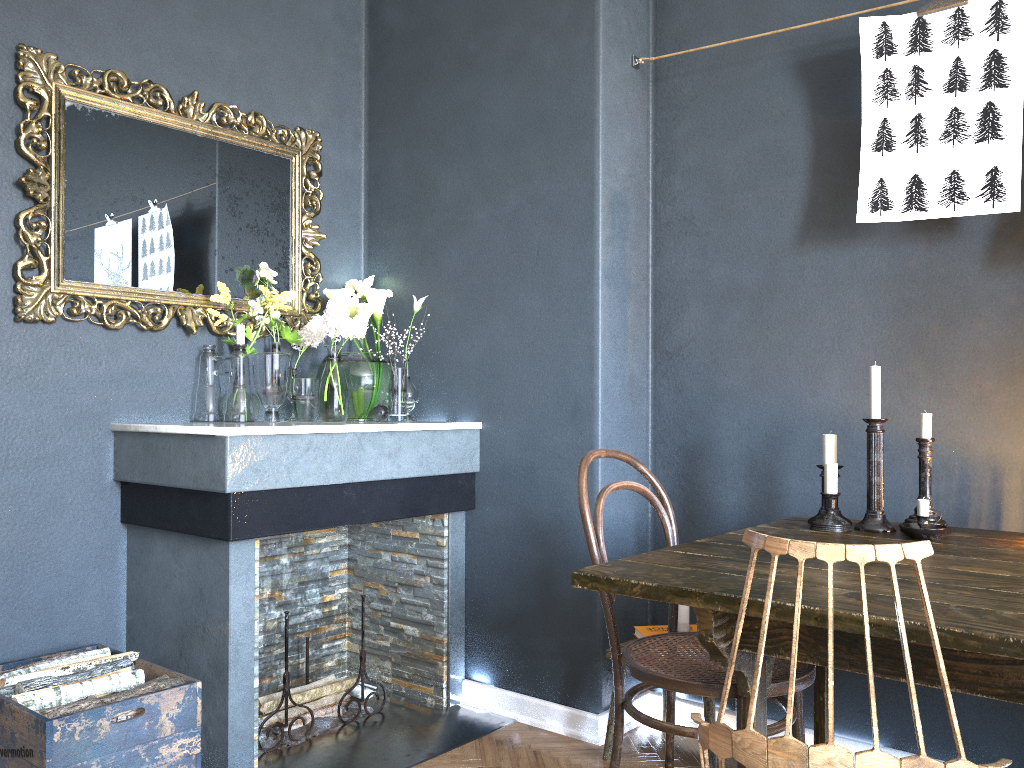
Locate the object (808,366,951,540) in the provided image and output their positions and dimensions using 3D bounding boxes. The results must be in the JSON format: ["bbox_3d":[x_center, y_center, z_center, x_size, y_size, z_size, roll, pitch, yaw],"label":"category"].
[{"bbox_3d":[0.892,0.153,2.189,0.368,0.419,0.223,-1,-1,41],"label":"object"}]

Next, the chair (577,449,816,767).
[{"bbox_3d":[0.433,0.622,2.097,0.549,0.920,0.438,0,-1,42],"label":"chair"}]

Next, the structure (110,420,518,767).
[{"bbox_3d":[-0.593,0.614,2.797,0.834,0.981,1.065,0,-1,39],"label":"structure"}]

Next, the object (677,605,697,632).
[{"bbox_3d":[0.504,0.655,2.602,0.074,0.173,0.074,0,-1,-6],"label":"object"}]

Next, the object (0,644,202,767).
[{"bbox_3d":[-1.122,0.917,2.281,0.552,0.326,0.383,-1,-1,39],"label":"object"}]

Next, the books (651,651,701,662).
[{"bbox_3d":[0.505,0.773,2.619,0.219,0.013,0.272,0,-1,-4],"label":"books"}]

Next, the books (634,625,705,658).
[{"bbox_3d":[0.493,0.754,2.606,0.207,0.024,0.262,0,-1,-8],"label":"books"}]

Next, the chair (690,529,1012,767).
[{"bbox_3d":[0.499,0.642,1.348,0.456,0.856,0.384,0,-1,25],"label":"chair"}]

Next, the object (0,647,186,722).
[{"bbox_3d":[-1.120,0.840,2.285,0.533,0.247,0.370,-1,-1,40],"label":"object"}]

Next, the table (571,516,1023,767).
[{"bbox_3d":[1.082,0.709,1.561,1.604,0.727,1.126,-1,-1,40],"label":"table"}]

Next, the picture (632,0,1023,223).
[{"bbox_3d":[2.116,-0.712,1.473,4.457,0.771,0.058,-1,-1,39],"label":"picture"}]

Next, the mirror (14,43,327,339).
[{"bbox_3d":[-1.032,-0.549,2.847,0.067,0.784,1.057,0,-1,39],"label":"mirror"}]

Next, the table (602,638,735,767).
[{"bbox_3d":[0.516,0.938,2.605,0.369,0.317,0.364,-1,-1,39],"label":"table"}]

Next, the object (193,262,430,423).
[{"bbox_3d":[-0.643,-0.145,2.992,0.474,0.547,0.727,-1,-1,42],"label":"object"}]
